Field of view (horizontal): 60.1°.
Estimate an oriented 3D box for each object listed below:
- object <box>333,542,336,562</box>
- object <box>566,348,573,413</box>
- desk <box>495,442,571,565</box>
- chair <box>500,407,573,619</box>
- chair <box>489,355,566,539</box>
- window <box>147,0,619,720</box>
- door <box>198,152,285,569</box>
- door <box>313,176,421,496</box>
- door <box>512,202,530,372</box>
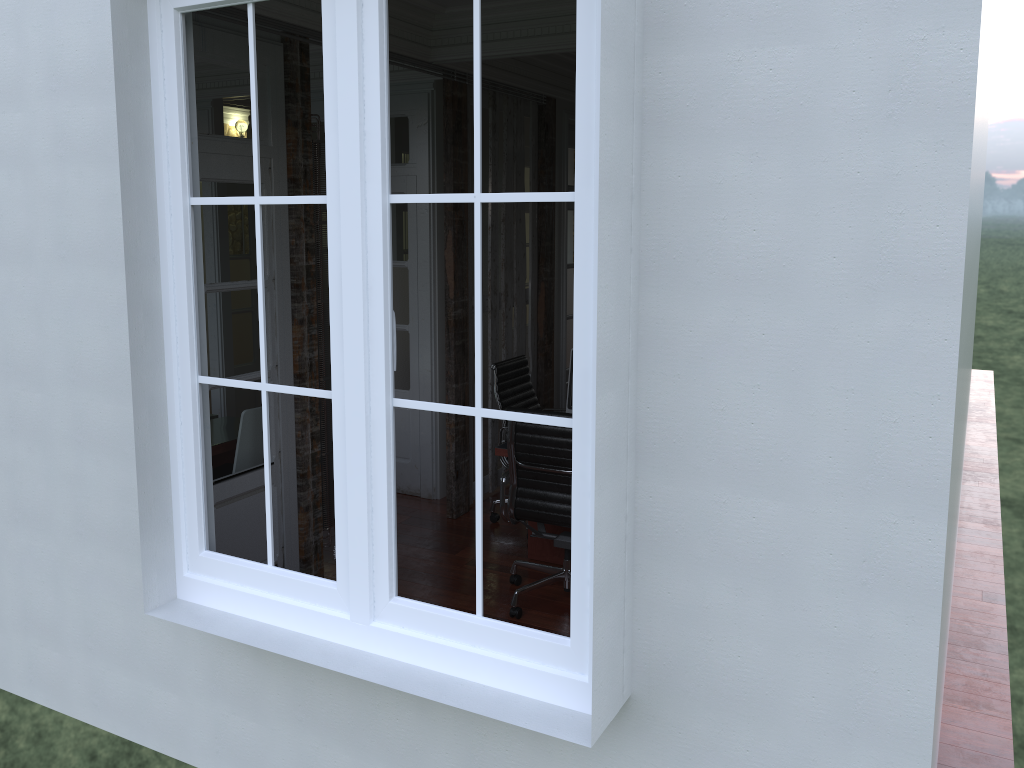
[{"bbox_3d":[-0.808,0.940,4.617,0.235,0.380,0.222,1,8,6],"label":"object"},{"bbox_3d":[0.529,0.065,4.647,0.484,0.481,0.191,5,9,28],"label":"object"},{"bbox_3d":[1.073,0.537,5.395,1.302,0.722,2.524,5,12,27],"label":"desk"},{"bbox_3d":[0.271,0.579,4.395,0.667,1.015,0.703,5,10,32],"label":"chair"},{"bbox_3d":[0.221,0.373,5.497,0.700,1.015,0.670,4,9,22],"label":"chair"},{"bbox_3d":[-0.401,-0.230,2.444,1.530,1.970,0.128,5,9,28],"label":"window"},{"bbox_3d":[-1.393,0.096,3.843,0.041,2.166,1.167,4,9,27],"label":"door"},{"bbox_3d":[-1.073,-0.345,6.202,1.059,2.164,0.041,4,9,28],"label":"door"},{"bbox_3d":[0.070,-0.936,9.643,0.041,2.071,1.083,4,9,27],"label":"door"}]
